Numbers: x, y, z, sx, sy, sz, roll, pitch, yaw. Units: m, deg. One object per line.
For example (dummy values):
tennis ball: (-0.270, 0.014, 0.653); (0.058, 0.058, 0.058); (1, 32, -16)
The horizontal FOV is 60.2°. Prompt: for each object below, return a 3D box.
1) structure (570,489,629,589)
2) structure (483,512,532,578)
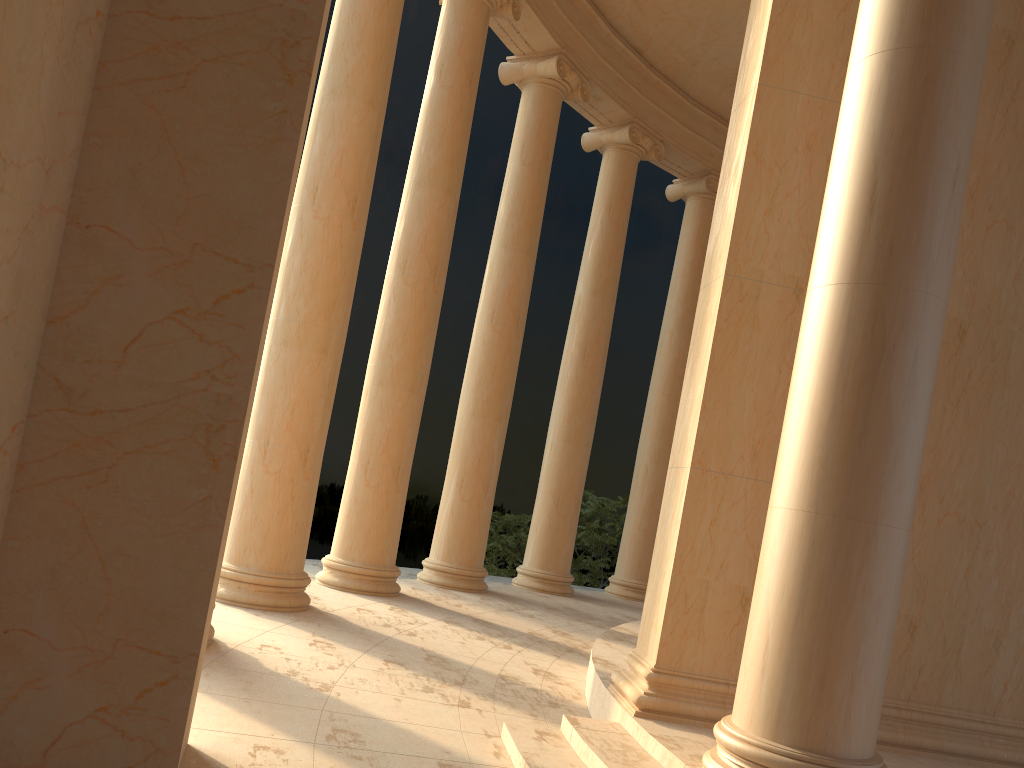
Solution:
structure: (154.736, 340.927, 1610.059); (247.391, 298.526, 238.353); (11, -4, -3)
structure: (-30.031, 308.898, 1518.032); (148.963, 187.719, 156.556); (10, -4, 6)
